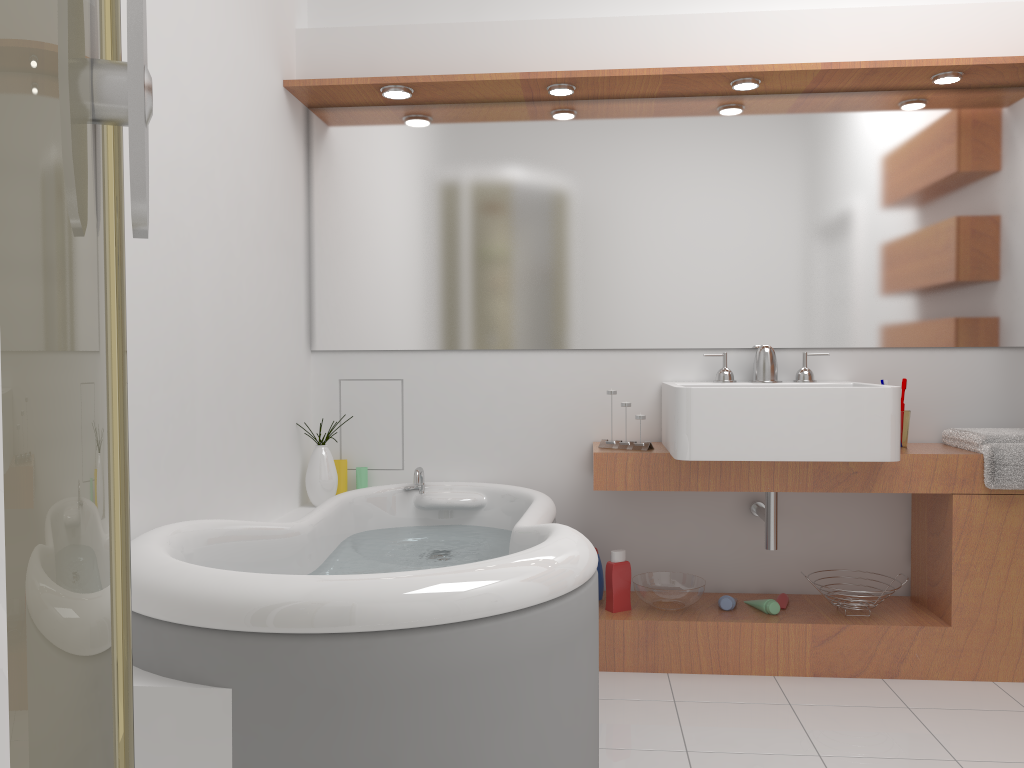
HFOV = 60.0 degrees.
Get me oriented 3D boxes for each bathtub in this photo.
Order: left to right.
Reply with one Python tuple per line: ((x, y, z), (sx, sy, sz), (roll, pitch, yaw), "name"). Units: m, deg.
((-0.305, 0.629, 2.338), (1.055, 0.674, 1.863), (0, 2, 5), "bathtub")

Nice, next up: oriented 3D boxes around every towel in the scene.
((1.612, 0.235, 2.871), (0.272, 0.140, 0.359), (0, 2, 5), "towel")

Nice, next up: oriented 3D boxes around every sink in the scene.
((0.837, 0.208, 2.876), (0.657, 0.673, 0.552), (0, 2, 5), "sink")

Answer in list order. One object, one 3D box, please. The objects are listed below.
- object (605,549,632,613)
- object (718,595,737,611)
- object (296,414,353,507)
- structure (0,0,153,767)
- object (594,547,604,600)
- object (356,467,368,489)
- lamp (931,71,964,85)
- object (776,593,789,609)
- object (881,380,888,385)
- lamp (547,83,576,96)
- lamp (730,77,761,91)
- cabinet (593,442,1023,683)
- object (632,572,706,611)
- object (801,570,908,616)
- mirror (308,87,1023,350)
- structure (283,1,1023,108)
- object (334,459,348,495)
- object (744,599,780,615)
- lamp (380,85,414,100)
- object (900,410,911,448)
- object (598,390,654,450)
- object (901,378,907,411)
((0.355, 0.658, 2.958), (0.079, 0.207, 0.046), (-1, 2, -30), "object")
((0.737, 0.732, 3.028), (0.059, 0.052, 0.187), (0, 2, 16), "object")
((-0.658, 0.276, 3.141), (0.154, 0.326, 0.215), (1, 2, 36), "object")
((-0.528, -0.102, 0.325), (0.932, 2.234, 0.933), (0, 2, 5), "structure")
((0.279, 0.662, 3.081), (0.092, 0.190, 0.044), (-1, 2, -28), "object")
((-0.549, 0.371, 3.243), (0.038, 0.133, 0.038), (1, 2, 39), "object")
((1.422, -0.999, 2.897), (0.098, 0.018, 0.098), (-1, 2, -16), "lamp")
((0.919, 0.744, 3.022), (0.042, 0.037, 0.133), (1, 2, 24), "object")
((1.269, 0.099, 2.965), (0.070, 0.228, 0.016), (1, 2, 30), "object")
((0.167, -0.997, 3.006), (0.098, 0.018, 0.098), (1, 2, 25), "lamp")
((0.778, -0.998, 2.953), (0.098, 0.018, 0.098), (1, 2, 25), "lamp")
((0.985, 0.572, 2.964), (1.635, 0.719, 0.355), (0, 2, 5), "cabinet")
((0.530, 0.709, 2.995), (0.245, 0.090, 0.245), (-1, 2, -23), "object")
((1.128, 0.691, 2.928), (0.291, 0.126, 0.291), (-2, 2, -37), "object")
((0.529, -0.570, 3.153), (2.600, 0.887, 0.022), (0, 2, 5), "mirror")
((0.511, -1.126, 3.006), (2.606, 0.240, 0.287), (0, 2, 5), "structure")
((-0.629, 0.358, 3.250), (0.047, 0.162, 0.047), (1, 2, 31), "object")
((0.840, 0.733, 2.980), (0.059, 0.052, 0.187), (-1, 2, -11), "object")
((-0.392, -0.995, 3.024), (0.113, 0.021, 0.113), (-1, 2, -24), "lamp")
((1.287, 0.153, 2.956), (0.076, 0.130, 0.076), (-2, 2, -42), "object")
((0.381, 0.116, 2.964), (0.182, 0.203, 0.059), (1, 2, 35), "object")
((1.309, 0.097, 2.977), (0.016, 0.231, 0.052), (2, 3, 45), "object")
